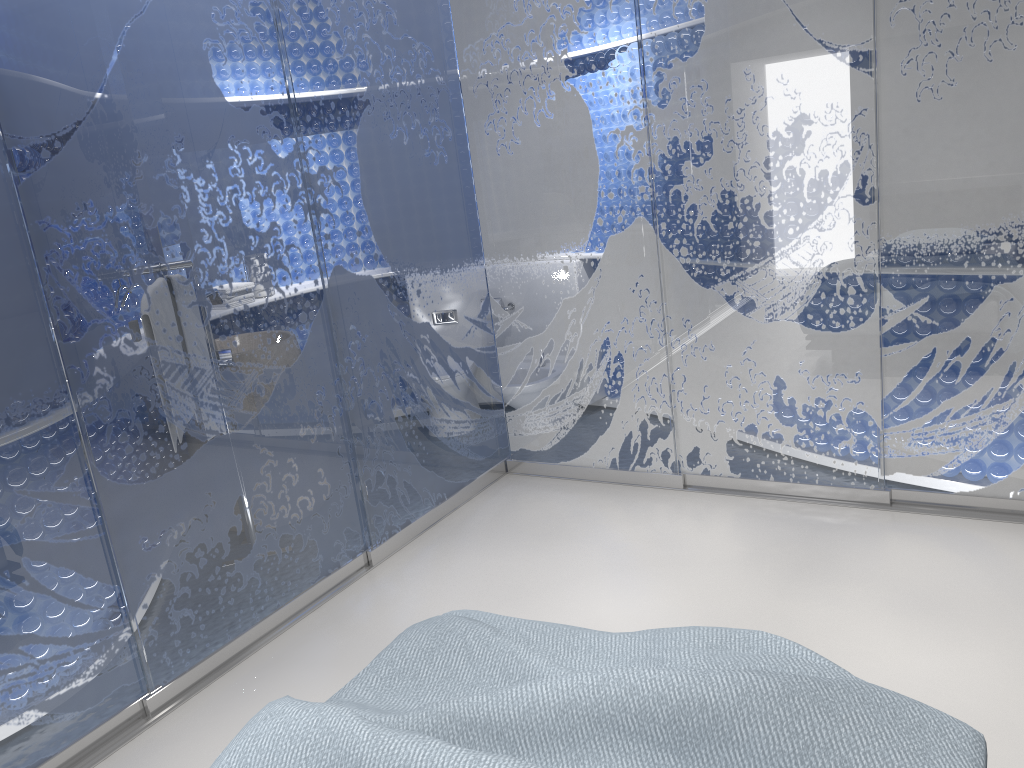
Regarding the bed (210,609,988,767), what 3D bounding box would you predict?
[{"bbox_3d":[-0.233,0.891,1.164,1.411,0.752,2.319,2,18,32],"label":"bed"}]
